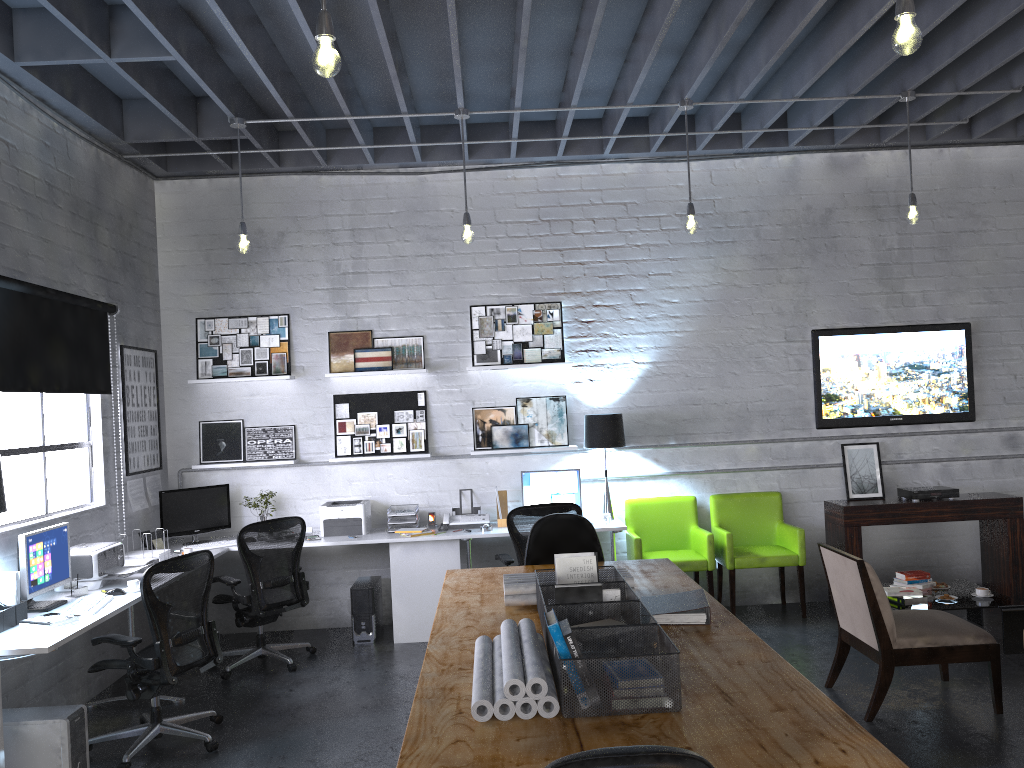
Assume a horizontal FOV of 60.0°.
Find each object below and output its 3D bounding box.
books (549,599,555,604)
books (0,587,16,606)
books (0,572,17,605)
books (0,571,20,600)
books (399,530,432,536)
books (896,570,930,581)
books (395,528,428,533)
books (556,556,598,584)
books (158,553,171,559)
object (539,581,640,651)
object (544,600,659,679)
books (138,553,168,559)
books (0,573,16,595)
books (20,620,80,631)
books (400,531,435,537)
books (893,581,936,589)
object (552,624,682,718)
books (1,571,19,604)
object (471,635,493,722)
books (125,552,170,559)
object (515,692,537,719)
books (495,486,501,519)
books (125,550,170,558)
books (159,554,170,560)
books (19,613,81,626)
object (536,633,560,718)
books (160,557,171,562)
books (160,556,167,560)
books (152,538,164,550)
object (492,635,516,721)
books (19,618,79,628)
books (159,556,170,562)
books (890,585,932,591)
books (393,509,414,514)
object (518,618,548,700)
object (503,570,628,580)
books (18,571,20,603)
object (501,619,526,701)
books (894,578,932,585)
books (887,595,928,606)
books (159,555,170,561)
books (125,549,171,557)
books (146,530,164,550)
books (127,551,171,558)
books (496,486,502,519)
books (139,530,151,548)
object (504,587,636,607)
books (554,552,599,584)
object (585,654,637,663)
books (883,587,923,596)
[{"bbox_3d":[0.258,0.826,3.304,0.233,0.022,0.184,-3,-1,-3],"label":"books"},{"bbox_3d":[-2.474,1.078,4.297,0.134,0.176,0.020,-3,0,-1],"label":"books"},{"bbox_3d":[-2.503,1.047,4.324,0.173,0.243,0.026,-3,0,-2],"label":"books"},{"bbox_3d":[-2.505,1.045,4.351,0.179,0.247,0.026,-3,0,-1],"label":"books"},{"bbox_3d":[-0.727,1.112,6.660,0.211,0.014,0.148,-2,-1,-27],"label":"books"},{"bbox_3d":[2.802,1.338,6.201,0.185,0.041,0.129,-3,-1,-7],"label":"books"},{"bbox_3d":[-0.754,1.099,6.657,0.211,0.014,0.148,-3,-1,13],"label":"books"},{"bbox_3d":[0.256,0.778,3.455,0.158,0.200,0.082,-3,0,-2],"label":"books"},{"bbox_3d":[-2.509,1.176,6.031,0.297,0.006,0.210,-3,-1,-1],"label":"books"},{"bbox_3d":[0.262,0.793,3.043,0.316,0.156,0.306,-3,-1,-1],"label":"object"},{"bbox_3d":[0.269,0.786,2.735,0.316,0.156,0.306,-3,-1,-1],"label":"object"},{"bbox_3d":[-2.512,1.171,6.027,0.297,0.006,0.210,-3,-1,-2],"label":"books"},{"bbox_3d":[-2.504,1.047,4.320,0.172,0.243,0.026,-3,0,-1],"label":"books"},{"bbox_3d":[-2.214,1.150,4.249,0.213,0.012,0.158,-3,-1,24],"label":"books"},{"bbox_3d":[-0.710,1.126,6.673,0.211,0.014,0.148,-2,-1,-37],"label":"books"},{"bbox_3d":[2.816,1.395,6.205,0.161,0.026,0.223,-2,-1,-32],"label":"books"},{"bbox_3d":[0.277,0.779,2.427,0.316,0.156,0.306,-3,-1,-1],"label":"object"},{"bbox_3d":[-2.503,1.045,4.338,0.177,0.246,0.026,-3,0,-2],"label":"books"},{"bbox_3d":[-0.085,0.849,2.603,0.057,0.058,0.635,-3,-1,-2],"label":"object"},{"bbox_3d":[-2.509,1.165,6.027,0.297,0.006,0.210,-3,-1,-1],"label":"books"},{"bbox_3d":[0.029,0.844,2.606,0.057,0.058,0.635,-3,-1,-2],"label":"object"},{"bbox_3d":[-0.106,0.960,6.973,0.036,0.296,0.210,-3,-1,-2],"label":"books"},{"bbox_3d":[-2.510,1.155,6.027,0.297,0.006,0.210,-3,-1,-2],"label":"books"},{"bbox_3d":[-2.509,1.181,6.031,0.297,0.006,0.210,-3,-1,-1],"label":"books"},{"bbox_3d":[-2.214,1.128,4.256,0.212,0.010,0.170,-3,-1,25],"label":"books"},{"bbox_3d":[0.086,0.842,2.607,0.058,0.057,0.635,-3,-1,-2],"label":"object"},{"bbox_3d":[-2.502,1.201,6.028,0.297,0.006,0.210,-3,-1,0],"label":"books"},{"bbox_3d":[-2.508,1.186,6.027,0.297,0.006,0.210,-3,-1,-3],"label":"books"},{"bbox_3d":[-2.532,1.148,6.352,0.037,0.076,0.102,-3,-1,13],"label":"books"},{"bbox_3d":[-0.028,0.847,2.604,0.058,0.057,0.635,-3,-1,-2],"label":"object"},{"bbox_3d":[-2.218,1.139,4.251,0.209,0.012,0.158,-3,-1,22],"label":"books"},{"bbox_3d":[-2.510,1.197,6.028,0.297,0.006,0.210,-3,-1,-2],"label":"books"},{"bbox_3d":[2.790,1.424,6.209,0.223,0.032,0.161,-2,-1,-21],"label":"books"},{"bbox_3d":[-0.856,1.008,6.986,0.134,0.008,0.203,-2,-1,-18],"label":"books"},{"bbox_3d":[0.056,0.794,2.607,0.057,0.057,0.635,-3,-1,-2],"label":"object"},{"bbox_3d":[0.225,0.813,3.697,0.519,0.047,0.046,-3,-1,-1],"label":"object"},{"bbox_3d":[-2.505,1.048,4.356,0.172,0.243,0.026,-3,0,-1],"label":"books"},{"bbox_3d":[-0.001,0.796,2.605,0.057,0.057,0.635,-3,-1,-2],"label":"object"},{"bbox_3d":[2.804,1.371,6.208,0.208,0.024,0.144,-2,-1,-16],"label":"books"},{"bbox_3d":[2.610,1.420,5.897,0.174,0.045,0.240,-3,-1,-12],"label":"books"},{"bbox_3d":[-2.510,1.191,6.028,0.297,0.006,0.210,-3,-1,-2],"label":"books"},{"bbox_3d":[-2.510,1.150,6.031,0.297,0.006,0.210,-3,-1,-1],"label":"books"},{"bbox_3d":[-2.556,1.118,6.348,0.017,0.121,0.184,-3,-1,13],"label":"books"},{"bbox_3d":[-2.508,1.160,6.027,0.297,0.006,0.210,-3,-1,1],"label":"books"},{"bbox_3d":[-0.098,0.959,6.977,0.043,0.296,0.210,-3,-1,-2],"label":"books"},{"bbox_3d":[-2.622,1.114,6.378,0.052,0.109,0.133,-3,-1,13],"label":"books"},{"bbox_3d":[0.231,0.849,3.534,0.519,0.047,0.047,-3,-1,-1],"label":"object"},{"bbox_3d":[0.257,0.772,3.486,0.171,0.210,0.046,-3,0,-1],"label":"books"},{"bbox_3d":[0.266,0.820,2.733,0.234,0.022,0.185,-3,-1,-8],"label":"object"},{"bbox_3d":[2.600,1.385,5.919,0.223,0.027,0.161,-3,-1,8],"label":"books"}]
